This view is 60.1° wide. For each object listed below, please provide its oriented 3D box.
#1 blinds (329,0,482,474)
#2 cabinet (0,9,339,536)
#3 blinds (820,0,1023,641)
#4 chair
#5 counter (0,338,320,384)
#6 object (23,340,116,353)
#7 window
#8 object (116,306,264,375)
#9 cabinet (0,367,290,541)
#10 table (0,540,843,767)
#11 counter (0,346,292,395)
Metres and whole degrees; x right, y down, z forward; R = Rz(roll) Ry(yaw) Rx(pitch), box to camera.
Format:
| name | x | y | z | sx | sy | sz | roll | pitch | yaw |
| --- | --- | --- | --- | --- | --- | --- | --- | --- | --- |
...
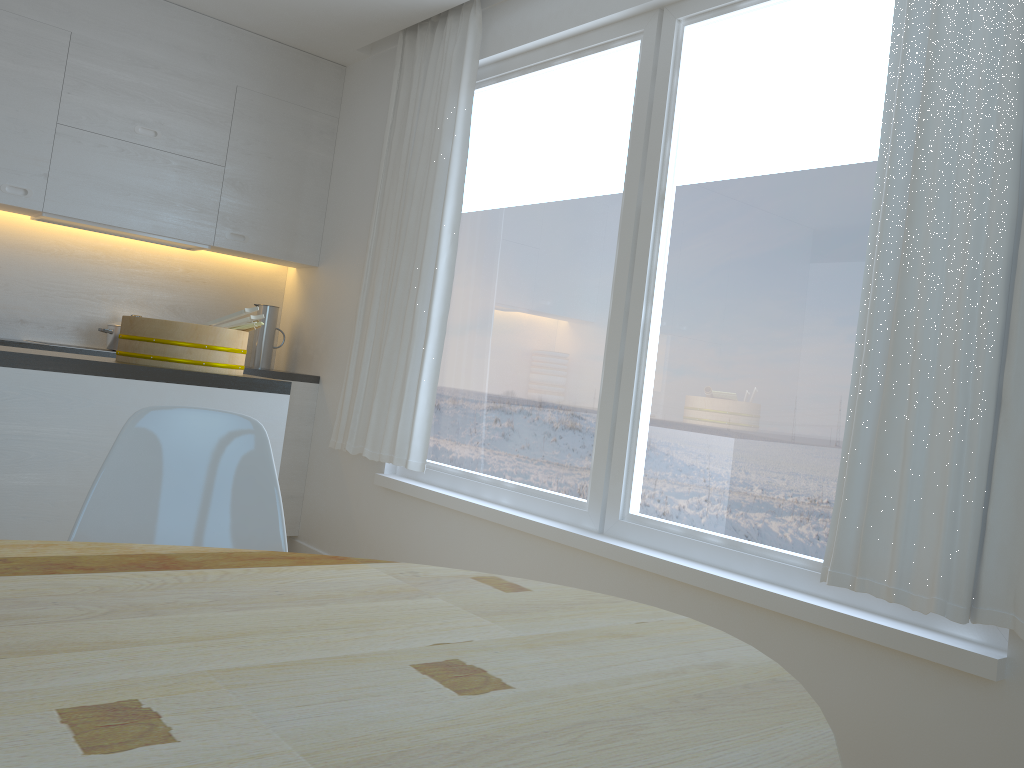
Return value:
| name | x | y | z | sx | sy | sz | roll | pitch | yaw |
| --- | --- | --- | --- | --- | --- | --- | --- | --- | --- |
| blinds | -0.516 | -0.724 | 4.138 | 0.149 | 2.168 | 0.796 | 10 | -5 | -40 |
| cabinet | -2.365 | -0.514 | 3.939 | 3.185 | 2.309 | 0.482 | 8 | -4 | -39 |
| blinds | 1.171 | -0.524 | 2.076 | 0.149 | 2.168 | 0.796 | 10 | -5 | -39 |
| chair | -0.589 | 0.503 | 1.496 | 0.428 | 0.905 | 0.523 | 8 | -3 | -19 |
| counter | -1.985 | -0.142 | 4.343 | 1.991 | 0.040 | 0.602 | 7 | 0 | -39 |
| object | -1.982 | -0.159 | 4.349 | 0.651 | 0.013 | 0.563 | 7 | 0 | -39 |
| window | 0.464 | -0.422 | 3.204 | 0.088 | 1.925 | 2.733 | 10 | -3 | -39 |
| object | -0.995 | -0.152 | 2.772 | 0.429 | 0.215 | 0.378 | 7 | -1 | -11 |
| cabinet | -1.840 | 0.346 | 2.147 | 2.389 | 0.913 | 0.602 | 8 | -2 | -39 |
| table | -0.631 | 0.581 | 0.526 | 2.179 | 0.728 | 1.196 | 8 | -1 | -41 |
| counter | -1.782 | -0.126 | 2.178 | 2.389 | 0.040 | 0.602 | 7 | 0 | -39 |
